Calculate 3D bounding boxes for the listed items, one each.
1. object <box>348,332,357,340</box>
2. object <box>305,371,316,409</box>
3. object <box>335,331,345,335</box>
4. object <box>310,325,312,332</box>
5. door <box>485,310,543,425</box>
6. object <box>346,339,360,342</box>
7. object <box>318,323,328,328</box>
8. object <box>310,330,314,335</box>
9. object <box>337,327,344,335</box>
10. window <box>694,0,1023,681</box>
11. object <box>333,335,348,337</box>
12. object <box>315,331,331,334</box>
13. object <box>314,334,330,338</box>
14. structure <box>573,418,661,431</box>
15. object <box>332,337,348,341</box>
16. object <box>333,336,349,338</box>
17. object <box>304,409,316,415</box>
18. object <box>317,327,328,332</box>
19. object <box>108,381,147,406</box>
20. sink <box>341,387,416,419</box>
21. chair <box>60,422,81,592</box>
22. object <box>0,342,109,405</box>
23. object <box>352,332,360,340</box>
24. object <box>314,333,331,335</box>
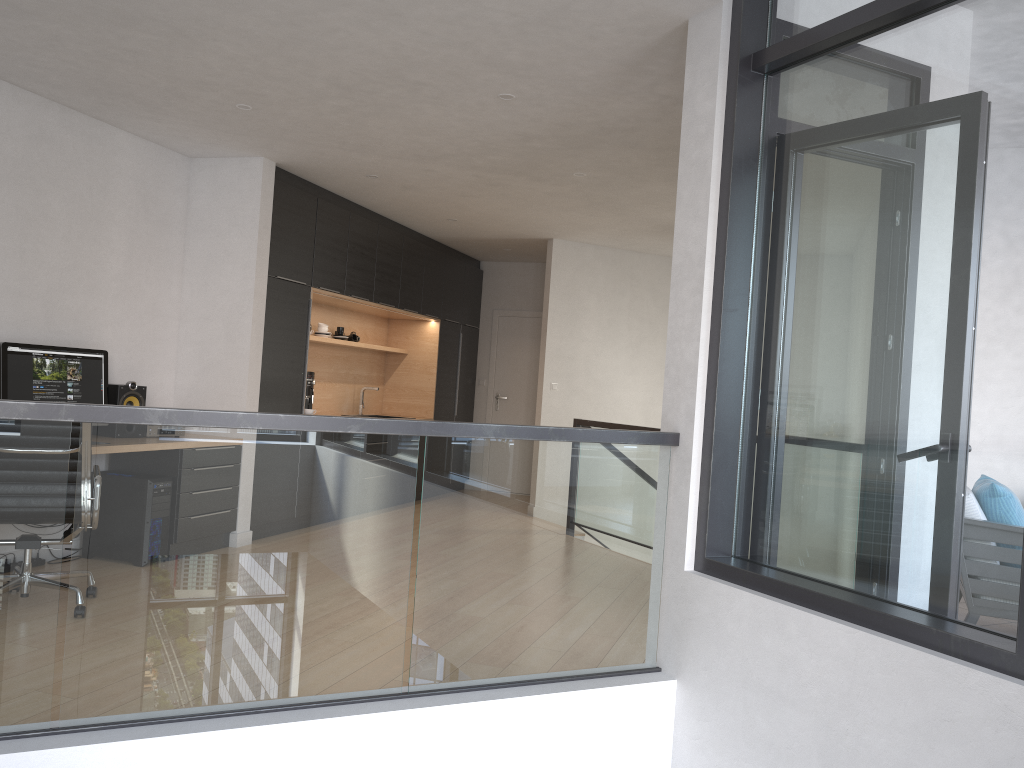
[{"bbox_3d":[-1.535,-0.453,8.459,0.100,0.093,0.066,4,0,33],"label":"object"},{"bbox_3d":[-1.763,0.091,7.321,0.584,0.398,0.618,4,0,18],"label":"object"},{"bbox_3d":[-1.628,-0.449,8.344,0.084,0.092,0.066,4,0,24],"label":"object"},{"bbox_3d":[-1.807,-0.505,7.558,0.240,0.171,0.213,4,0,-36],"label":"object"},{"bbox_3d":[0.170,0.222,10.284,0.974,2.136,0.085,4,0,18],"label":"door"},{"bbox_3d":[-1.527,-0.408,8.482,0.145,0.025,0.145,4,0,20],"label":"object"},{"bbox_3d":[-1.675,-0.505,7.855,0.098,0.075,0.095,4,0,29],"label":"object"},{"bbox_3d":[-1.800,-0.446,7.779,0.099,0.057,0.095,4,0,-25],"label":"object"},{"bbox_3d":[-1.587,-0.480,8.197,0.066,0.092,0.084,4,0,-13],"label":"object"},{"bbox_3d":[1.971,-0.437,1.094,0.170,2.402,5.002,4,0,-27],"label":"window"},{"bbox_3d":[-1.588,-0.438,8.204,0.145,0.025,0.145,4,0,31],"label":"object"},{"bbox_3d":[-1.679,-0.446,7.854,0.145,0.025,0.145,4,0,4],"label":"object"},{"bbox_3d":[-1.680,-0.422,7.854,0.145,0.025,0.145,4,0,4],"label":"object"},{"bbox_3d":[2.116,2.579,7.227,2.823,4.339,4.190,4,0,-27],"label":"structure"},{"bbox_3d":[-1.589,-0.414,8.204,0.145,0.025,0.145,4,0,31],"label":"object"},{"bbox_3d":[-1.586,-0.426,8.206,0.145,0.025,0.145,4,0,31],"label":"object"},{"bbox_3d":[-1.634,0.230,7.096,0.099,0.057,0.095,4,0,20],"label":"object"},{"bbox_3d":[-1.679,-0.471,7.858,0.095,0.057,0.099,4,0,-10],"label":"object"},{"bbox_3d":[-2.474,0.154,5.599,0.249,0.354,0.198,4,0,33],"label":"object"},{"bbox_3d":[-1.309,0.296,8.774,0.512,0.518,0.626,4,0,18],"label":"sink"},{"bbox_3d":[-2.349,0.586,4.289,0.664,0.991,0.699,4,0,-21],"label":"chair"},{"bbox_3d":[-2.657,0.048,5.137,0.190,0.535,0.716,4,0,23],"label":"object"},{"bbox_3d":[-1.509,-0.456,8.516,0.100,0.093,0.066,4,0,28],"label":"object"},{"bbox_3d":[-1.680,-0.433,7.857,0.145,0.025,0.145,4,0,4],"label":"object"}]
